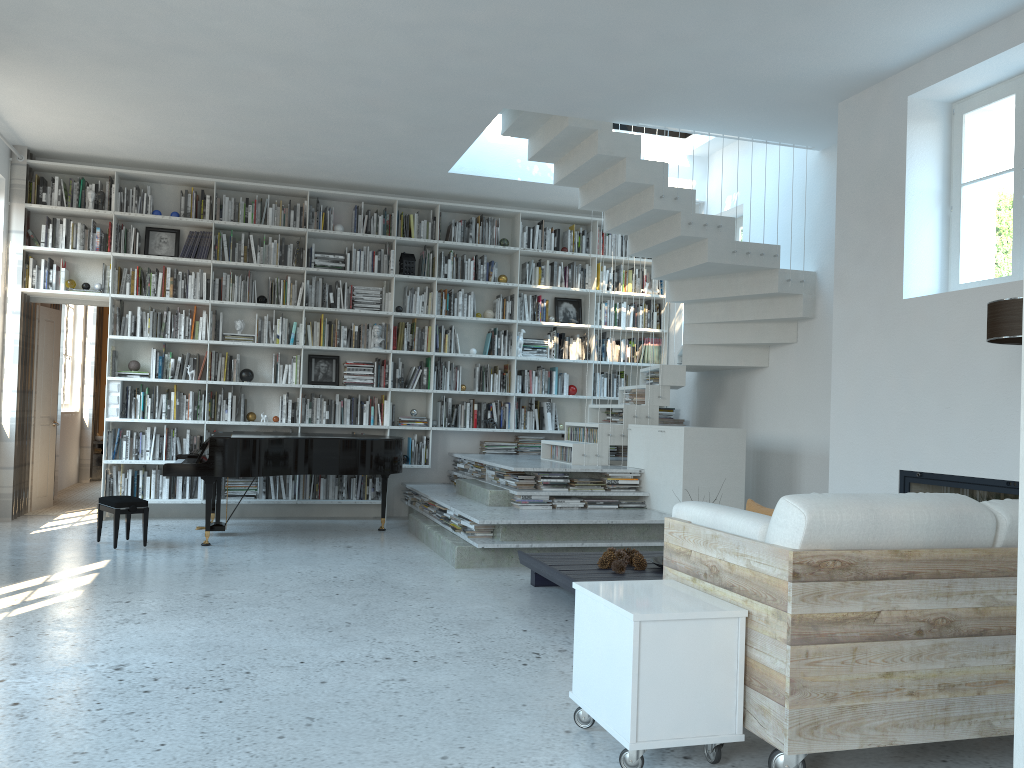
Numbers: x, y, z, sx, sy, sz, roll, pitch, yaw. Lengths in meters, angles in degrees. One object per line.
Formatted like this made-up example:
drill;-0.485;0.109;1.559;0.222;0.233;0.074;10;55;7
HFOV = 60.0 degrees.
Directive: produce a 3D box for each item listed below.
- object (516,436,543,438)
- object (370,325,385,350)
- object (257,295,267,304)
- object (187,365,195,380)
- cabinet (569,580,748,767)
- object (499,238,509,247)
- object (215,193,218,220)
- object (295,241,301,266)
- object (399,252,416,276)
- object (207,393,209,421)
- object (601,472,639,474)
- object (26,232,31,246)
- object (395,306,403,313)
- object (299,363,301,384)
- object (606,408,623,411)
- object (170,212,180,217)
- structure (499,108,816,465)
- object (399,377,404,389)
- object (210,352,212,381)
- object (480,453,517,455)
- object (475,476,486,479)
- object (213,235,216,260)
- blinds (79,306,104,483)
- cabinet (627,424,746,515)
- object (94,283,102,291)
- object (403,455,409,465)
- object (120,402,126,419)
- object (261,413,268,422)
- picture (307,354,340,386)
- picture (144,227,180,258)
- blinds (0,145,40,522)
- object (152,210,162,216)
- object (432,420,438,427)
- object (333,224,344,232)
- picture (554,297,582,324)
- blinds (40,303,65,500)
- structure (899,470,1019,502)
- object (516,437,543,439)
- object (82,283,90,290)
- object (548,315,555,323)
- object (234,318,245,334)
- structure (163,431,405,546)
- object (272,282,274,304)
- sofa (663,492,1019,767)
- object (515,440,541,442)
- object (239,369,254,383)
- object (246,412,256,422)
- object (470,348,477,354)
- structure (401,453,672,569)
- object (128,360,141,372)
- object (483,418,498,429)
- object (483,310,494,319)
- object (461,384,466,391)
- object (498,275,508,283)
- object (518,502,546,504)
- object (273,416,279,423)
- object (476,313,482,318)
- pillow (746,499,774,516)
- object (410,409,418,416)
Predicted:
object;0.180;0.548;9.187;0.254;0.006;0.161;2;-2;-16
object;-1.305;-0.451;8.605;0.138;0.244;0.137;1;-2;39
object;-2.367;-0.790;8.392;0.097;0.098;0.097;1;-2;32
object;-2.931;-0.104;8.090;0.082;0.140;0.044;3;-2;-33
cabinet;0.454;0.928;2.870;0.380;0.487;0.502;2;-2;-17
object;-0.081;-1.431;9.028;0.104;0.105;0.104;1;-2;32
object;-2.776;-1.635;8.325;0.012;0.285;0.159;2;-1;-17
object;-2.021;-1.224;8.395;0.075;0.254;0.075;3;-2;-38
object;-1.035;-1.176;8.761;0.135;0.248;0.135;3;-2;-27
object;-2.837;0.215;8.285;0.012;0.254;0.161;2;-1;-17
object;0.871;0.712;7.232;0.284;0.030;0.177;2;-2;-17
object;-4.292;-1.339;7.848;0.035;0.295;0.176;2;-1;-17
object;-1.109;-0.731;8.704;0.071;0.072;0.071;1;-2;32
object;-2.050;-0.098;8.542;0.017;0.216;0.103;2;-1;-17
object;0.995;0.242;8.386;0.161;0.025;0.174;2;-2;-13
object;-3.109;-1.549;8.185;0.082;0.083;0.082;3;-2;-39
structure;0.894;-0.668;7.529;2.614;3.381;1.954;2;-1;-17
object;-1.078;-0.011;8.642;0.054;0.113;0.079;2;-2;-18
object;-2.817;-0.158;8.308;0.012;0.270;0.130;2;-1;-17
object;-0.146;0.714;9.077;0.346;0.007;0.193;3;-2;-22
object;-0.224;0.850;8.073;0.145;0.010;0.266;3;-2;-21
object;-2.789;-1.252;8.316;0.012;0.254;0.161;2;-1;-17
blinds;-5.544;-0.339;11.754;0.140;3.230;0.776;2;-1;-17
cabinet;1.351;0.672;7.076;0.551;0.667;0.993;2;-2;-17
object;-3.725;-0.873;7.989;0.071;0.072;0.071;3;-2;-39
object;-1.056;0.740;8.688;0.093;0.095;0.094;1;-2;32
object;-3.482;0.237;7.941;0.045;0.146;0.045;1;-1;22
object;-2.330;0.314;8.352;0.060;0.095;0.078;2;-2;0
picture;-1.835;-0.133;8.639;0.300;0.299;0.077;2;-1;-17
picture;-3.246;-1.301;8.227;0.300;0.299;0.077;2;-1;-17
blinds;-4.399;-0.430;7.952;0.140;3.230;0.776;2;-1;-17
object;-3.260;-1.556;8.140;0.082;0.083;0.082;3;-2;-39
object;-0.778;0.394;8.873;0.071;0.072;0.071;1;-2;32
object;-1.682;-1.499;8.603;0.105;0.106;0.104;3;-2;-39
picture;0.597;-0.761;9.378;0.300;0.299;0.077;2;-1;-17
blinds;-4.739;-0.403;9.080;0.140;3.230;0.776;2;-1;-17
structure;2.796;0.802;4.832;0.735;0.584;1.211;3;-2;-20
object;0.179;0.559;9.189;0.254;0.006;0.161;2;-2;-17
object;-3.832;-0.876;7.978;0.071;0.072;0.071;3;-2;-39
object;0.399;-0.668;9.227;0.091;0.092;0.091;1;-2;32
object;-2.572;-0.544;8.369;0.095;0.157;0.121;2;-1;-3
structure;-1.837;0.840;7.406;1.918;0.832;1.334;2;-2;-17
object;-2.283;-0.850;8.471;0.010;0.225;0.142;2;-1;-17
sofa;1.708;0.797;3.227;2.195;0.854;0.871;2;-2;-17
object;0.175;0.591;9.188;0.254;0.006;0.161;2;-2;-17
object;-2.502;-0.078;8.363;0.133;0.135;0.134;1;-2;32
object;-2.464;0.311;8.381;0.091;0.092;0.091;3;-2;-39
object;-0.394;-0.325;8.965;0.071;0.072;0.071;1;-2;32
structure;0.598;1.028;7.818;2.899;0.659;3.113;2;-2;-17
object;-3.443;-0.163;8.082;0.105;0.106;0.105;3;-2;-39
object;-0.211;0.394;8.889;0.160;0.114;0.064;3;-2;-29
object;-0.238;-0.704;9.064;0.111;0.113;0.111;3;-2;-39
object;-0.499;0.040;8.966;0.071;0.072;0.071;1;-2;32
object;-0.095;-1.063;9.026;0.100;0.101;0.100;3;-2;-39
object;0.145;0.921;6.901;0.204;0.004;0.140;2;-2;-14
object;-2.237;0.334;8.404;0.061;0.062;0.061;1;-2;32
object;-0.342;-0.688;9.008;0.068;0.068;0.068;3;-2;-39
pillow;0.921;0.568;3.003;0.200;0.339;0.463;2;-2;-23
object;-0.967;0.282;8.735;0.071;0.072;0.071;1;-2;32
